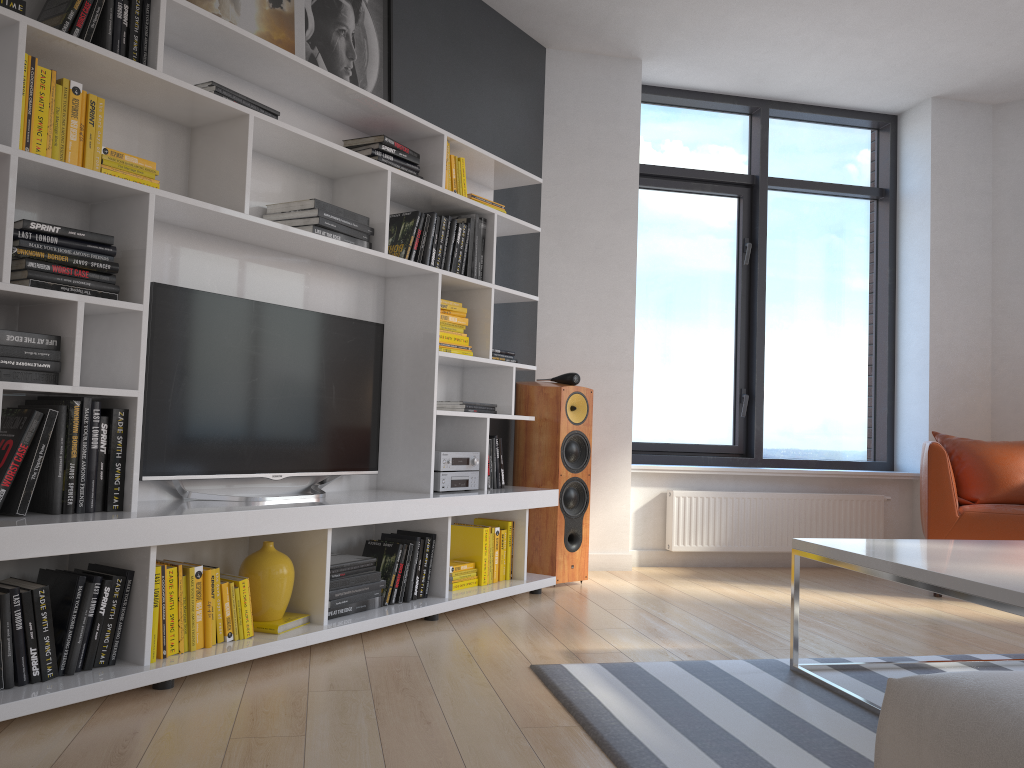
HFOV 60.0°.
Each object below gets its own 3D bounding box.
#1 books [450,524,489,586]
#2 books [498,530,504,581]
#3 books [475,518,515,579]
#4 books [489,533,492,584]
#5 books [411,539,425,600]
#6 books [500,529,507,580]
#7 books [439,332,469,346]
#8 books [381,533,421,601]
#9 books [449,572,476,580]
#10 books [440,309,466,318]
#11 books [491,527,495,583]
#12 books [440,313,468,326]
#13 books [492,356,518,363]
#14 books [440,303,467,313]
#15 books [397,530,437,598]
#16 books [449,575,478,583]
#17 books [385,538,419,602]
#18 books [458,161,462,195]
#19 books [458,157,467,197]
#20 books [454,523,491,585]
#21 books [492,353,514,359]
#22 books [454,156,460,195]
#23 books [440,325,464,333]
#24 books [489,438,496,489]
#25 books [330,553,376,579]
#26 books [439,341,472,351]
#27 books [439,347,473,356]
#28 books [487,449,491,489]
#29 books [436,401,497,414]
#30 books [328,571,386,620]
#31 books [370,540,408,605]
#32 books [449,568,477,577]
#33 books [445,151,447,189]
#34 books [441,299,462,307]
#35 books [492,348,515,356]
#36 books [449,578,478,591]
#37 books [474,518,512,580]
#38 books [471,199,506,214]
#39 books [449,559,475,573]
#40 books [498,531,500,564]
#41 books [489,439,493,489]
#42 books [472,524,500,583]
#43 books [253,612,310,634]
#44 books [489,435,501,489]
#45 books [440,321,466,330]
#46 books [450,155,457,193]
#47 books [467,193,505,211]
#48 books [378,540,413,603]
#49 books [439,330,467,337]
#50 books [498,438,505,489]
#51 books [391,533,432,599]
[{"bbox_3d":[-0.202,0.775,4.030,0.198,0.255,0.044,0,-4,33],"label":"books"},{"bbox_3d":[-0.117,0.795,4.153,0.172,0.234,0.024,0,-4,33],"label":"books"},{"bbox_3d":[-0.087,0.783,4.233,0.213,0.270,0.025,0,-4,33],"label":"books"},{"bbox_3d":[-0.160,0.793,4.060,0.156,0.229,0.024,0,-4,33],"label":"books"},{"bbox_3d":[-0.452,0.753,3.640,0.179,0.243,0.068,0,-4,32],"label":"books"},{"bbox_3d":[-0.106,0.797,4.177,0.172,0.234,0.024,0,-4,33],"label":"books"},{"bbox_3d":[-0.344,-0.201,4.016,0.189,0.042,0.243,0,-4,33],"label":"books"},{"bbox_3d":[-0.471,0.745,3.621,0.192,0.254,0.075,0,-4,32],"label":"books"},{"bbox_3d":[-0.252,0.842,3.909,0.113,0.018,0.169,0,-4,34],"label":"books"},{"bbox_3d":[-0.347,-0.320,4.032,0.227,0.022,0.160,5,-4,-41],"label":"books"},{"bbox_3d":[-0.164,0.781,4.088,0.180,0.251,0.019,0,-4,33],"label":"books"},{"bbox_3d":[-0.342,-0.291,4.035,0.176,0.033,0.239,0,-4,36],"label":"books"},{"bbox_3d":[-0.099,-0.115,4.290,0.161,0.023,0.213,0,-4,36],"label":"books"},{"bbox_3d":[-0.339,-0.342,4.038,0.163,0.023,0.223,0,-4,37],"label":"books"},{"bbox_3d":[-0.417,0.748,3.703,0.197,0.260,0.066,0,-4,33],"label":"books"},{"bbox_3d":[-0.266,0.856,3.923,0.148,0.011,0.196,0,-4,33],"label":"books"},{"bbox_3d":[-0.462,0.750,3.587,0.172,0.242,0.069,0,-4,34],"label":"books"},{"bbox_3d":[-0.274,-0.908,3.970,0.108,0.161,0.046,0,-4,32],"label":"books"},{"bbox_3d":[-0.272,-0.919,3.999,0.141,0.184,0.064,0,-4,34],"label":"books"},{"bbox_3d":[-0.187,0.775,4.057,0.199,0.263,0.015,0,-4,33],"label":"books"},{"bbox_3d":[-0.101,-0.134,4.291,0.142,0.015,0.198,0,-4,31],"label":"books"},{"bbox_3d":[-0.293,-0.919,3.962,0.128,0.178,0.044,0,-4,33],"label":"books"},{"bbox_3d":[-0.343,-0.247,4.005,0.145,0.023,0.217,0,-4,37],"label":"books"},{"bbox_3d":[-0.151,0.374,4.223,0.169,0.242,0.050,0,-4,32],"label":"books"},{"bbox_3d":[-0.703,0.686,3.351,0.250,0.047,0.310,0,-4,28],"label":"books"},{"bbox_3d":[-0.341,-0.168,4.010,0.203,0.024,0.257,0,-4,36],"label":"books"},{"bbox_3d":[-0.333,-0.142,4.007,0.194,0.028,0.257,-1,-4,38],"label":"books"},{"bbox_3d":[-0.188,0.374,4.192,0.189,0.240,0.053,0,-4,33],"label":"books"},{"bbox_3d":[-0.250,0.111,4.141,0.250,0.047,0.310,0,-4,28],"label":"books"},{"bbox_3d":[-0.685,0.779,3.339,0.277,0.137,0.343,0,-4,28],"label":"books"},{"bbox_3d":[-0.520,0.750,3.546,0.187,0.234,0.096,0,-4,33],"label":"books"},{"bbox_3d":[-0.261,0.826,3.923,0.134,0.014,0.187,0,-4,33],"label":"books"},{"bbox_3d":[-0.350,-0.951,3.877,0.161,0.229,0.041,0,-4,32],"label":"books"},{"bbox_3d":[-0.362,-0.366,4.044,0.163,0.023,0.223,0,-4,37],"label":"books"},{"bbox_3d":[-0.112,-0.153,4.303,0.161,0.023,0.213,0,-4,36],"label":"books"},{"bbox_3d":[-0.264,0.878,3.919,0.147,0.033,0.190,0,-4,33],"label":"books"},{"bbox_3d":[-0.095,0.781,4.205,0.204,0.270,0.029,0,-4,33],"label":"books"},{"bbox_3d":[-0.183,-0.825,4.212,0.194,0.028,0.257,-1,-4,38],"label":"books"},{"bbox_3d":[-0.273,0.806,3.928,0.138,0.026,0.186,0,-4,33],"label":"books"},{"bbox_3d":[-0.133,0.791,4.135,0.169,0.239,0.023,0,-4,33],"label":"books"},{"bbox_3d":[-0.169,0.377,4.208,0.170,0.236,0.049,0,-4,33],"label":"books"},{"bbox_3d":[-0.147,0.783,4.110,0.185,0.250,0.035,0,-4,33],"label":"books"},{"bbox_3d":[-0.863,0.810,3.037,0.270,0.029,0.204,1,-3,18],"label":"books"},{"bbox_3d":[-0.144,0.371,4.253,0.193,0.255,0.066,0,-4,33],"label":"books"},{"bbox_3d":[-0.351,-0.266,4.026,0.171,0.019,0.239,0,-4,33],"label":"books"},{"bbox_3d":[-0.310,-0.920,3.949,0.132,0.180,0.054,0,-4,33],"label":"books"},{"bbox_3d":[-0.191,-0.851,4.215,0.203,0.024,0.257,0,-4,36],"label":"books"},{"bbox_3d":[-0.492,0.751,3.565,0.169,0.233,0.081,0,-4,32],"label":"books"},{"bbox_3d":[-0.356,-0.229,4.023,0.189,0.014,0.251,0,-4,36],"label":"books"},{"bbox_3d":[-0.122,0.379,4.274,0.177,0.242,0.066,0,-4,33],"label":"books"},{"bbox_3d":[-0.435,0.751,3.674,0.191,0.249,0.084,0,-4,33],"label":"books"}]
